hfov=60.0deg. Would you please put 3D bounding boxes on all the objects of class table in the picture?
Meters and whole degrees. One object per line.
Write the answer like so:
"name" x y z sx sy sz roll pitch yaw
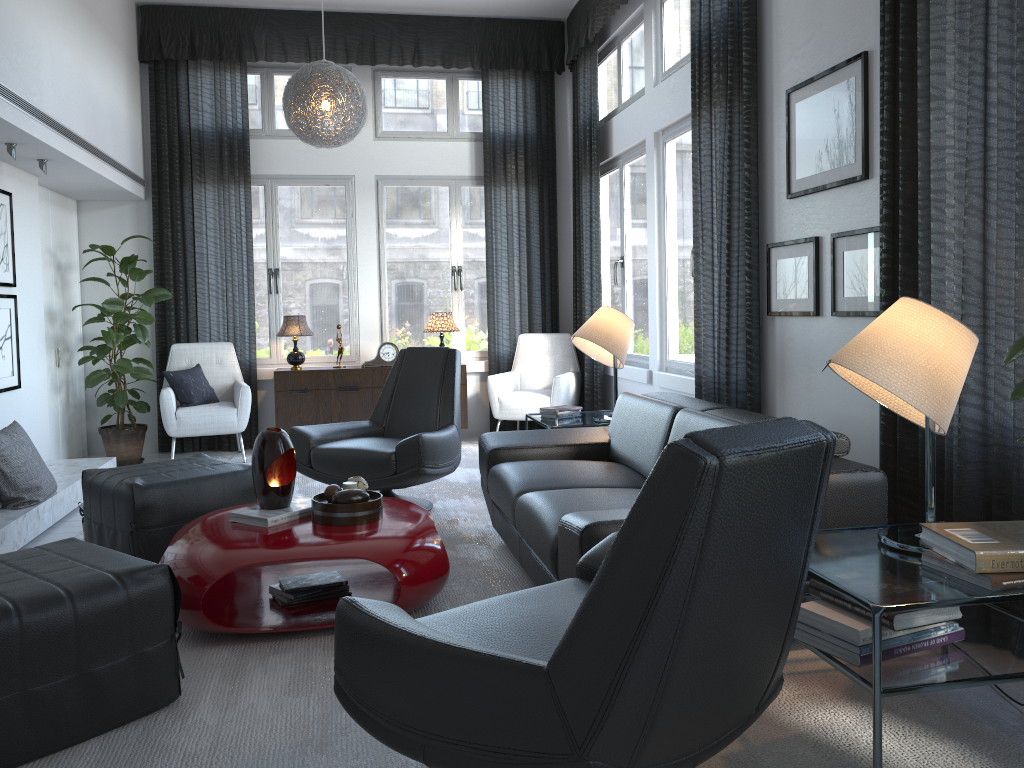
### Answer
"table" -0.724 0.611 3.146 0.942 0.300 0.941 -2 5 -11
"table" 0.953 0.610 2.092 0.593 0.409 0.594 -2 4 -11
"table" 0.423 0.388 4.875 0.593 0.409 0.594 -2 4 -11

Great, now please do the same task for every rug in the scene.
"rug" -0.285 0.776 2.812 2.955 0.032 7.786 -2 5 -11

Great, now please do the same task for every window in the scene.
"window" 1.044 -1.184 4.846 0.133 2.319 1.270 -2 3 -11
"window" -0.448 -1.336 7.062 1.268 2.319 0.133 -2 3 -11
"window" 0.779 -1.295 6.239 0.133 2.319 1.270 -2 3 -11
"window" -1.841 -1.283 6.798 1.268 2.319 0.133 -2 3 -11

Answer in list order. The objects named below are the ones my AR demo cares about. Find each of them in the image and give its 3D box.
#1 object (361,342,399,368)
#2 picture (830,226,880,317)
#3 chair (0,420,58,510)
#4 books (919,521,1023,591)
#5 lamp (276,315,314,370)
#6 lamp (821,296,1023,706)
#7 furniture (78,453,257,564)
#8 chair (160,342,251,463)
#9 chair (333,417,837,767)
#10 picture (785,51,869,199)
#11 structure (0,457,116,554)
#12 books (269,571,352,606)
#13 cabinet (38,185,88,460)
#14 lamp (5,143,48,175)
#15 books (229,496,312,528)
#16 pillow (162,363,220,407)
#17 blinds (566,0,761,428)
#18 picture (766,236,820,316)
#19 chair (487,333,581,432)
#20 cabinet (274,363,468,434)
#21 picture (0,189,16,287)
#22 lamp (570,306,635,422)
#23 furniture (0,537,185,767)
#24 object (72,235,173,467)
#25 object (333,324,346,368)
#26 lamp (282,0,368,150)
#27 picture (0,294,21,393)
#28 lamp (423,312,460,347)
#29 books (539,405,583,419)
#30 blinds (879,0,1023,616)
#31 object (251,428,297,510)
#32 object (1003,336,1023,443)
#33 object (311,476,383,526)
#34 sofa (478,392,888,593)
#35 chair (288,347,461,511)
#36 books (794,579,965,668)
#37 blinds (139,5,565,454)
"object" -0.930 -0.225 6.664 0.406 0.180 0.181 -2 4 -11
"picture" 1.310 -0.414 3.299 0.020 0.326 0.428 -2 4 -11
"chair" -2.387 0.395 4.027 0.391 0.430 1.339 -2 5 -10
"books" 1.105 0.377 1.989 0.320 0.075 0.279 -2 5 -6
"lamp" -1.594 -0.306 6.521 0.280 0.397 0.281 0 3 15
"lamp" 1.121 0.255 2.590 0.474 1.013 1.170 -1 4 15
"furniture" -1.470 0.538 3.826 0.614 0.377 0.600 3 6 43
"chair" -2.168 0.126 6.268 0.594 0.822 0.614 -3 4 -21
"chair" 0.190 0.451 1.727 0.841 0.809 0.805 -4 5 -38
"picture" 1.247 -1.009 3.539 0.020 0.466 0.589 -2 4 -11
"structure" -1.990 0.811 1.962 0.393 0.134 7.223 -2 5 -11
"books" -0.718 0.725 3.169 0.272 0.054 0.204 -5 6 -35
"cabinet" -3.158 -0.357 5.965 0.191 1.892 1.174 -2 3 -11
"lamp" -2.168 -1.018 2.773 0.053 0.081 4.262 -2 5 -11
"books" -0.810 0.449 3.138 0.201 0.030 0.307 2 6 34
"pillow" -2.255 0.012 6.243 0.252 0.295 0.357 0 4 16
"blinds" 0.772 -1.113 5.531 0.189 3.271 3.219 -2 4 -11
"picture" 1.209 -0.457 3.830 0.020 0.326 0.428 -2 4 -11
"chair" 0.184 0.037 6.698 0.594 0.822 0.614 0 4 19
"cabinet" -1.054 0.173 6.690 1.399 0.611 0.387 -2 3 -11
"picture" -2.705 -0.769 4.542 0.020 0.522 0.793 -2 4 -11
"lamp" 0.776 0.110 4.403 0.475 1.013 1.169 -3 4 -36
"furniture" -1.260 0.663 2.284 0.599 0.377 0.615 2 5 38
"object" -2.671 -0.228 6.070 0.936 1.586 0.640 1 4 35
"object" -1.292 -0.283 6.608 0.096 0.324 0.096 -2 3 -11
"lamp" -1.141 -2.079 5.366 0.513 1.304 0.515 -2 3 -16
"picture" -2.692 -0.205 4.566 0.020 0.522 0.793 -2 4 -11
"lamp" -0.532 -0.347 6.722 0.280 0.397 0.281 0 3 15
"books" 0.272 0.157 4.985 0.215 0.050 0.161 -5 6 -38
"blinds" 1.534 -0.794 1.527 0.189 3.271 3.219 -2 4 -11
"object" -0.841 0.295 3.127 0.151 0.280 0.153 0 3 29
"object" 1.122 0.211 1.255 0.784 1.329 0.536 -1 3 0
"object" -0.572 0.401 3.077 0.242 0.133 0.243 1 5 27
"sofa" 0.463 0.403 3.388 0.936 0.615 1.909 -2 5 -11
"chair" -0.604 0.226 4.614 0.840 0.809 0.806 1 4 27
"books" 0.831 0.520 1.991 0.322 0.115 0.279 -3 5 -26
"blinds" -1.118 -1.178 6.806 3.213 3.272 0.189 -2 3 -11
